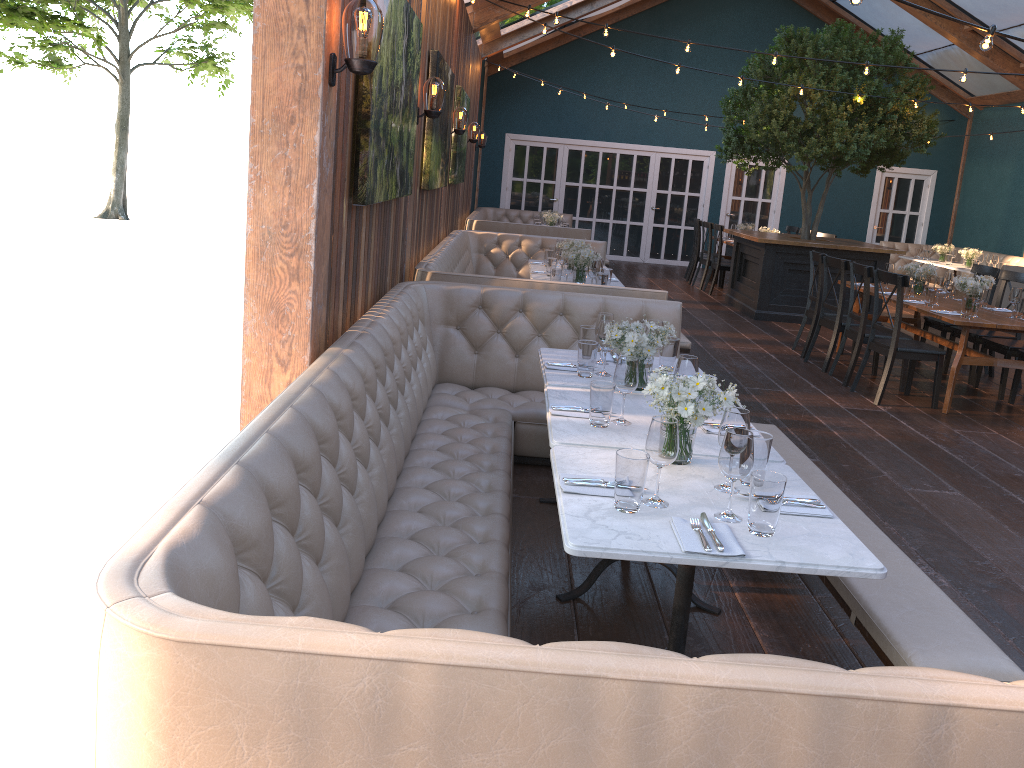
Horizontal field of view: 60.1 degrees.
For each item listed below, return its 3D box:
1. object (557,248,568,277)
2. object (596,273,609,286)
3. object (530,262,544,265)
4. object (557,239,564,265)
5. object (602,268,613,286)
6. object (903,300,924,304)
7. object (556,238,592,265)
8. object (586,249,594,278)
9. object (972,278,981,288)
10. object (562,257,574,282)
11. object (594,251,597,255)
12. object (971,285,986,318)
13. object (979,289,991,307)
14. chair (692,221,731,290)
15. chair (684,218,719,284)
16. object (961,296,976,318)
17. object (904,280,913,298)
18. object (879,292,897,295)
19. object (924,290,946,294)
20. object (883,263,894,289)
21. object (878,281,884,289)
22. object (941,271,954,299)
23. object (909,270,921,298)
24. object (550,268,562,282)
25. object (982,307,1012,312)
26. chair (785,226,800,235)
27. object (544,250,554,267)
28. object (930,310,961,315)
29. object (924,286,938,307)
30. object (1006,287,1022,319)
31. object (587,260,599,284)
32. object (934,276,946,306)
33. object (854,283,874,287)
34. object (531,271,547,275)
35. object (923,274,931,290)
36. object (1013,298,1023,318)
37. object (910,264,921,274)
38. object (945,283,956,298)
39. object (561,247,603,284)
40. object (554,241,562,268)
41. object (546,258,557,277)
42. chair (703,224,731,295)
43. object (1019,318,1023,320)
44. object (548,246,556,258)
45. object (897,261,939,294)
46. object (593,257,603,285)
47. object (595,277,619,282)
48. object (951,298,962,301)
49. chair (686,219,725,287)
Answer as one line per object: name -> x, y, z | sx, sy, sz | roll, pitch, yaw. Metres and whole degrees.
object -> 0.437, -1.058, 7.701 | 0.092, 0.242, 0.093 | -5, 14, -42
object -> 0.685, -0.767, 6.766 | 0.092, 0.156, 0.092 | 13, 13, 35
object -> 0.296, -1.167, 8.574 | 0.255, 0.019, 0.159 | 5, 14, 0
object -> 0.465, -1.294, 8.684 | 0.092, 0.242, 0.093 | -5, 14, -42
object -> 0.760, -0.852, 7.144 | 0.092, 0.156, 0.093 | 2, 11, -14
object -> 3.447, -0.703, 7.536 | 0.255, 0.019, 0.159 | 5, 14, 0
object -> 0.570, -1.213, 8.248 | 0.336, 0.306, 0.333 | 7, 12, 11
object -> 0.675, -1.065, 7.813 | 0.092, 0.242, 0.093 | -5, 14, -42
object -> 3.942, -0.781, 7.552 | 0.093, 0.242, 0.092 | 14, 14, 41
object -> 0.434, -0.869, 6.917 | 0.092, 0.242, 0.093 | 5, 10, 2
object -> 0.780, -1.221, 8.673 | 0.092, 0.156, 0.093 | 2, 11, -14
object -> 3.606, -0.638, 6.850 | 0.092, 0.242, 0.093 | 5, 10, 2
object -> 4.068, -0.743, 7.629 | 0.092, 0.156, 0.093 | -2, 13, -34
chair -> 3.130, -1.959, 13.568 | 0.539, 1.008, 0.483 | 4, 11, -6
chair -> 3.201, -2.220, 14.672 | 0.540, 1.008, 0.483 | 6, 11, 5
object -> 3.483, -0.586, 6.770 | 0.092, 0.156, 0.092 | 13, 13, 35
object -> 3.501, -0.848, 7.858 | 0.092, 0.156, 0.093 | 6, 11, 6
object -> 3.462, -0.824, 8.040 | 0.255, 0.019, 0.159 | 5, 14, 0
object -> 4.095, -0.901, 8.581 | 0.255, 0.019, 0.159 | 5, 14, 0
object -> 3.615, -1.040, 8.512 | 0.092, 0.242, 0.093 | -5, 14, -42
object -> 3.503, -0.988, 8.439 | 0.092, 0.156, 0.092 | 8, 11, 15
object -> 3.977, -0.902, 8.075 | 0.092, 0.242, 0.093 | 4, 10, -3
object -> 3.603, -0.899, 7.927 | 0.092, 0.242, 0.093 | 4, 10, -3
object -> 0.337, -0.815, 6.843 | 0.092, 0.156, 0.093 | 2, 11, -14
object -> 4.093, -0.634, 7.478 | 0.255, 0.019, 0.159 | 5, 14, 0
chair -> 4.416, -2.118, 14.683 | 0.539, 1.008, 0.483 | 4, 11, -6
object -> 0.347, -1.191, 8.396 | 0.092, 0.156, 0.093 | 2, 11, -14
object -> 3.442, -0.565, 6.962 | 0.255, 0.019, 0.159 | 5, 14, 0
object -> 3.473, -0.726, 7.346 | 0.092, 0.156, 0.092 | 10, 12, 25
object -> 3.970, -0.641, 6.991 | 0.092, 0.242, 0.093 | 10, 11, 24
object -> 0.624, -0.835, 6.845 | 0.092, 0.242, 0.093 | -5, 14, -42
object -> 3.586, -0.781, 7.433 | 0.092, 0.242, 0.093 | 5, 10, 2
object -> 3.447, -0.970, 8.634 | 0.255, 0.019, 0.159 | 5, 14, 0
object -> 0.290, -0.982, 7.809 | 0.255, 0.019, 0.159 | 5, 14, 0
object -> 4.077, -1.011, 8.735 | 0.092, 0.156, 0.092 | 10, 12, 25
object -> 4.043, -0.607, 7.059 | 0.092, 0.156, 0.092 | 13, 13, 35
object -> 3.945, -1.049, 8.666 | 0.092, 0.242, 0.093 | 1, 11, -20
object -> 4.045, -0.877, 8.155 | 0.092, 0.156, 0.092 | 10, 12, 25
object -> 0.565, -0.984, 7.302 | 0.337, 0.306, 0.332 | 8, 12, 16
object -> 0.448, -1.238, 8.445 | 0.092, 0.242, 0.093 | -5, 14, -42
object -> 0.339, -1.007, 7.633 | 0.092, 0.156, 0.093 | 2, 11, -14
chair -> 3.175, -1.821, 13.016 | 0.539, 1.008, 0.483 | 5, 11, -1
object -> 4.088, -0.494, 6.900 | 0.255, 0.019, 0.159 | 5, 14, 0
object -> 0.397, -1.282, 8.788 | 0.092, 0.156, 0.093 | 2, 11, -14
object -> 3.802, -1.002, 8.284 | 0.336, 0.306, 0.333 | 4, 12, -5
object -> 0.676, -0.885, 7.072 | 0.092, 0.242, 0.093 | -5, 14, -42
object -> 0.807, -0.921, 7.740 | 0.255, 0.019, 0.159 | 5, 14, 0
object -> 4.103, -0.758, 8.009 | 0.255, 0.019, 0.159 | 5, 14, 0
chair -> 3.118, -2.094, 14.119 | 0.540, 1.008, 0.483 | 6, 11, 4
